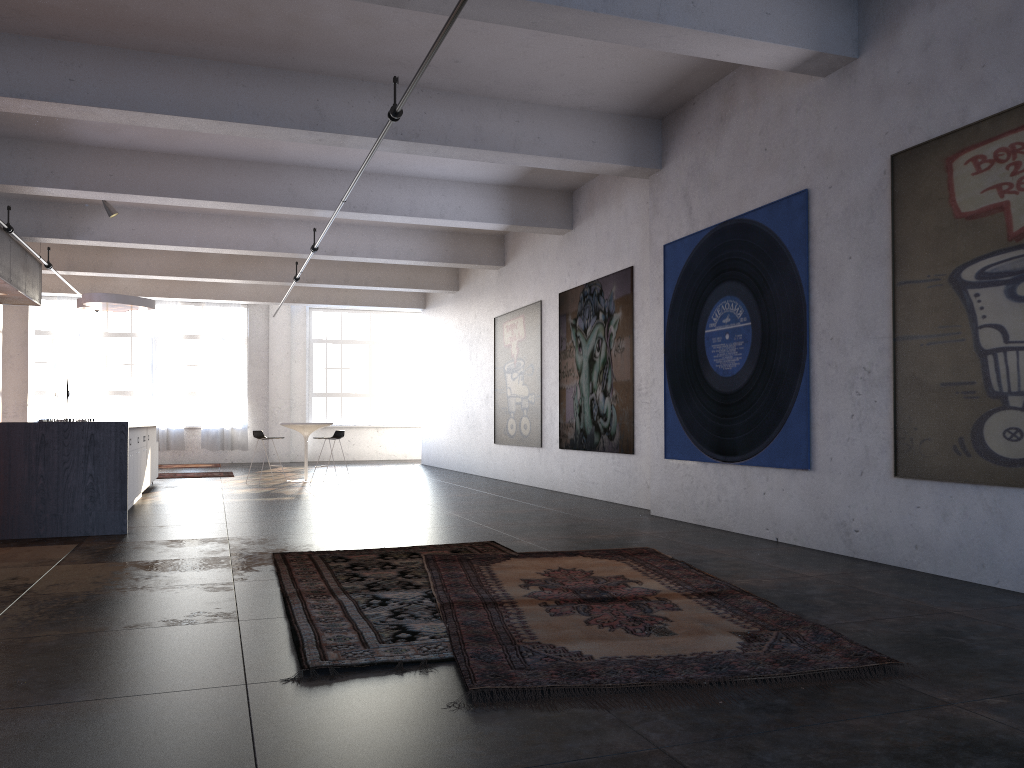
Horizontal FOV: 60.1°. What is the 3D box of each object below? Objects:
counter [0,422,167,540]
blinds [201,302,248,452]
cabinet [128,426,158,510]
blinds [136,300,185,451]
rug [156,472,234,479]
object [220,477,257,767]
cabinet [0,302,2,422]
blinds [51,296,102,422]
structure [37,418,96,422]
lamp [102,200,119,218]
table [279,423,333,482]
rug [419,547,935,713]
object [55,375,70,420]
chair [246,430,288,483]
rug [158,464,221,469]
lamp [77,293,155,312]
[{"bbox_3d":[-4.885,0.939,10.499,1.157,0.970,6.569,0,-2,-19],"label":"counter"},{"bbox_3d":[-6.705,-0.305,20.693,1.044,3.749,0.337,0,-1,-22],"label":"blinds"},{"bbox_3d":[-5.067,0.993,11.074,0.935,0.929,5.574,0,-2,-19],"label":"cabinet"},{"bbox_3d":[-8.003,-0.316,20.200,1.052,3.695,0.334,0,-1,-23],"label":"blinds"},{"bbox_3d":[-6.486,1.630,15.756,2.924,0.029,1.830,1,-3,-20],"label":"rug"},{"bbox_3d":[-4.834,1.431,7.319,20.015,0.001,26.847,1,-3,-19],"label":"object"},{"bbox_3d":[-7.330,-0.094,8.769,2.412,2.561,8.000,0,-2,-19],"label":"cabinet"},{"bbox_3d":[-9.619,-0.325,19.603,1.047,3.673,0.356,0,-1,-21],"label":"blinds"},{"bbox_3d":[-4.792,0.409,9.561,0.519,0.071,0.631,1,-3,-19],"label":"structure"},{"bbox_3d":[-5.285,-2.327,11.630,0.226,0.286,0.129,1,-2,-36],"label":"lamp"},{"bbox_3d":[-3.343,1.105,14.380,0.840,0.951,0.818,0,-2,-19],"label":"table"},{"bbox_3d":[0.448,1.129,4.671,1.890,0.048,3.498,0,-2,-9],"label":"rug"},{"bbox_3d":[-9.033,0.783,17.683,1.196,1.918,1.042,0,-2,-20],"label":"object"},{"bbox_3d":[-3.834,1.174,13.855,0.516,0.895,0.454,1,-2,-43],"label":"chair"},{"bbox_3d":[-7.945,1.787,19.102,3.174,0.009,1.790,1,-3,-21],"label":"rug"},{"bbox_3d":[-5.939,-1.194,13.030,1.061,0.130,1.025,-1,-3,27],"label":"lamp"}]
